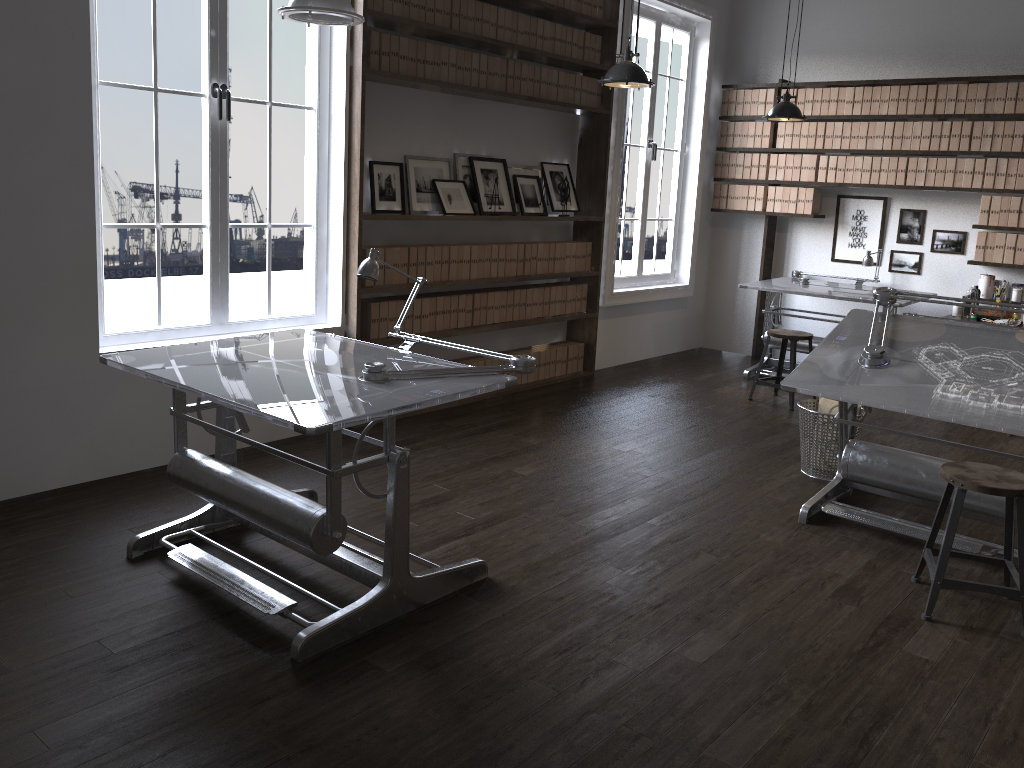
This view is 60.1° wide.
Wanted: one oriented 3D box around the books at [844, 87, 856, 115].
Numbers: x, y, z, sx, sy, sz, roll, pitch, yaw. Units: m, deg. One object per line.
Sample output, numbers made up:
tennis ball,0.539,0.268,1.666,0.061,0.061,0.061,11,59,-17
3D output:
books,2.814,-2.324,7.308,0.067,0.223,0.175,11,14,39

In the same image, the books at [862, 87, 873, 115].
books,2.924,-2.298,7.219,0.067,0.223,0.175,11,14,39

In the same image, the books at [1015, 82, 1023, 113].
books,3.775,-2.096,6.518,0.067,0.223,0.175,11,14,39

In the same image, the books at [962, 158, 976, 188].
books,3.523,-1.610,6.794,0.067,0.223,0.175,11,14,39

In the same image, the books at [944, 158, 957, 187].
books,3.422,-1.633,6.874,0.067,0.224,0.175,11,14,39

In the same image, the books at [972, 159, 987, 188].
books,3.577,-1.597,6.747,0.067,0.224,0.175,11,14,39

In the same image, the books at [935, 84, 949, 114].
books,3.354,-2.196,6.867,0.067,0.223,0.175,11,14,39

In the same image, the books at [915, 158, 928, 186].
books,3.263,-1.671,7.006,0.067,0.223,0.175,11,14,39

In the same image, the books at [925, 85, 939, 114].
books,3.293,-2.209,6.910,0.067,0.224,0.175,11,14,39

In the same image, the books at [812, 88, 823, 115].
books,2.611,-2.373,7.478,0.067,0.223,0.175,11,14,39

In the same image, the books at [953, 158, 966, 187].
books,3.476,-1.622,6.835,0.067,0.223,0.175,11,14,39

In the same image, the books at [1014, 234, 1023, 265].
books,3.823,-1.005,6.619,0.067,0.223,0.175,11,14,39

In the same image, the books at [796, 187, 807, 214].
books,2.531,-1.580,7.651,0.067,0.223,0.175,11,14,39

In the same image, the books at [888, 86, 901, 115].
books,3.082,-2.259,7.082,0.067,0.223,0.175,11,14,39

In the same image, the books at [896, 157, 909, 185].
books,3.151,-1.698,7.098,0.067,0.224,0.175,11,14,39

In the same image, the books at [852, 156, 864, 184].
books,2.887,-1.761,7.318,0.067,0.223,0.175,11,14,39

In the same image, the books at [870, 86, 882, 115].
books,2.979,-2.286,7.177,0.067,0.223,0.175,11,14,39

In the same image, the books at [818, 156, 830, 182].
books,2.665,-1.814,7.501,0.067,0.223,0.175,11,14,39

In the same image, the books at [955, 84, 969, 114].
books,3.462,-2.171,6.777,0.067,0.223,0.175,11,14,39

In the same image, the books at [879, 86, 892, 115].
books,3.029,-2.273,7.130,0.067,0.223,0.175,11,14,39

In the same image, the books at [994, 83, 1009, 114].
books,3.665,-2.121,6.607,0.067,0.223,0.175,11,14,39

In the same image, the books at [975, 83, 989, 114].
books,3.564,-2.145,6.686,0.067,0.224,0.175,11,14,39

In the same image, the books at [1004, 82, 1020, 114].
books,3.719,-2.108,6.560,0.067,0.224,0.175,11,14,39

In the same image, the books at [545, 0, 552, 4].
books,0.191,-2.729,6.146,0.175,0.223,0.067,12,14,39

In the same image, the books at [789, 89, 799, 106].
books,2.442,-2.411,7.611,0.067,0.224,0.175,11,14,39

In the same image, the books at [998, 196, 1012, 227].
books,3.726,-1.296,6.664,0.067,0.223,0.175,11,14,39

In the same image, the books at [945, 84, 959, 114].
books,3.405,-2.183,6.819,0.067,0.223,0.175,11,14,39

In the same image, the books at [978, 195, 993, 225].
books,3.621,-1.320,6.746,0.067,0.224,0.175,11,14,39

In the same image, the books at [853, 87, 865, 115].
books,2.868,-2.310,7.261,0.067,0.224,0.175,11,14,39

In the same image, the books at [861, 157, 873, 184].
books,2.941,-1.747,7.270,0.067,0.223,0.175,11,14,39

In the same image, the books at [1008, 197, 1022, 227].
books,3.774,-1.283,6.618,0.067,0.224,0.175,11,14,39

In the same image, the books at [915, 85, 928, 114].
books,3.240,-2.223,6.961,0.067,0.223,0.175,11,14,39

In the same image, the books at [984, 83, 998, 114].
books,3.618,-2.133,6.647,0.067,0.223,0.175,11,14,39

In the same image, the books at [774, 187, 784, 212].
books,2.377,-1.616,7.773,0.067,0.223,0.175,11,14,39

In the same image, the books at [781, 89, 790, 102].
books,2.389,-2.425,7.662,0.067,0.223,0.175,11,14,39

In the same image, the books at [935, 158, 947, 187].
books,3.374,-1.646,6.920,0.067,0.223,0.175,11,14,39

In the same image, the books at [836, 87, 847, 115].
books,2.767,-2.335,7.348,0.067,0.223,0.175,11,14,39

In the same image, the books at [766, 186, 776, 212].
books,2.320,-1.629,7.818,0.067,0.224,0.175,11,14,39

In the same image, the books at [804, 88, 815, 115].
books,2.554,-2.385,7.520,0.067,0.223,0.175,11,14,39

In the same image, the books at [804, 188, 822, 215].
books,2.583,-1.567,7.606,0.067,0.223,0.175,11,14,39

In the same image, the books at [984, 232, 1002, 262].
books,3.665,-1.043,6.748,0.067,0.223,0.175,11,14,39

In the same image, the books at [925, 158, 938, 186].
books,3.320,-1.659,6.965,0.067,0.223,0.175,11,14,39

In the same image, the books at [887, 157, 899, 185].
books,3.098,-1.712,7.148,0.067,0.223,0.175,11,14,39

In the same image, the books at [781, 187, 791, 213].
books,2.426,-1.605,7.735,0.067,0.223,0.175,11,14,39

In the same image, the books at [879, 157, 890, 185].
books,3.047,-1.724,7.188,0.067,0.223,0.175,11,14,39

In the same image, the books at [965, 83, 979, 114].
books,3.516,-2.158,6.733,0.067,0.223,0.175,11,14,39

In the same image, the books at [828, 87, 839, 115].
books,2.713,-2.347,7.387,0.067,0.224,0.175,11,14,39

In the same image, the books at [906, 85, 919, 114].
books,3.189,-2.235,7.000,0.067,0.223,0.175,11,14,39

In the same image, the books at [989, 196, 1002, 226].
books,3.677,-1.307,6.702,0.067,0.223,0.175,11,14,39

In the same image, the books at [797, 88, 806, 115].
books,2.503,-2.398,7.568,0.067,0.223,0.175,11,14,39

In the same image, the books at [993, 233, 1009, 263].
books,3.712,-1.031,6.708,0.067,0.223,0.175,11,14,39

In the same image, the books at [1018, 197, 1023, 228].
books,3.829,-1.271,6.580,0.067,0.223,0.175,11,14,39

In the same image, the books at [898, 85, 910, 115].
books,3.138,-2.246,7.036,0.067,0.224,0.175,11,14,39

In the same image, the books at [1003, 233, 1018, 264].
books,3.767,-1.018,6.660,0.067,0.224,0.175,11,14,39

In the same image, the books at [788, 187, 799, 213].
books,2.473,-1.592,7.690,0.067,0.224,0.175,11,14,39

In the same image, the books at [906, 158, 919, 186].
books,3.212,-1.685,7.055,0.067,0.223,0.175,11,14,39

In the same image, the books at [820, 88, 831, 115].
books,2.665,-2.360,7.434,0.067,0.223,0.175,11,14,39

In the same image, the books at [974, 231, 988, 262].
books,3.612,-1.054,6.787,0.067,0.224,0.175,11,14,39
